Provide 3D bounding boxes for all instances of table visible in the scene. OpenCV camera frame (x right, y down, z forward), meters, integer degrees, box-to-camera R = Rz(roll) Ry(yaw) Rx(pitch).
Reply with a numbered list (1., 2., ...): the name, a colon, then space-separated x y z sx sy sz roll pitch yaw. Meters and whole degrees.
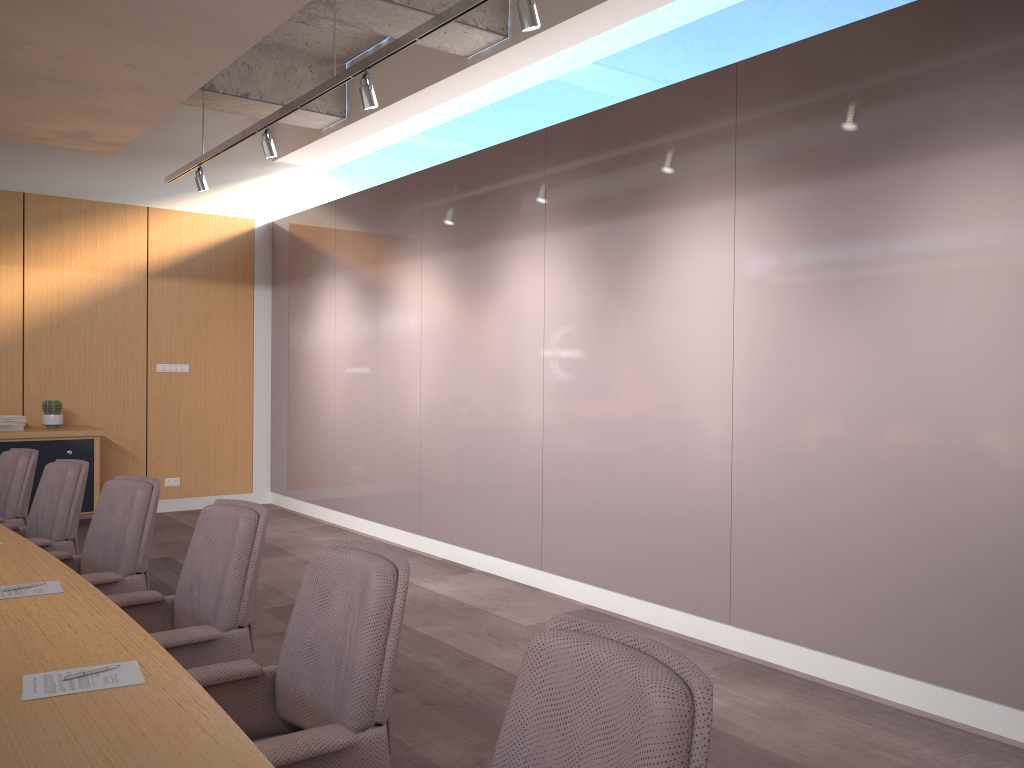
1. table: -1.853 1.004 1.928 1.885 0.748 8.000 0 1 -37

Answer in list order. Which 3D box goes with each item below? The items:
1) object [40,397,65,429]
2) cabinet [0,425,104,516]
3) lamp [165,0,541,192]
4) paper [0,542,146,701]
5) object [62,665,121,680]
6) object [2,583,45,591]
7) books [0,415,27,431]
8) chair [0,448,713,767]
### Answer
1. object: -4.113 0.257 7.931 0.234 0.283 0.213 1 1 27
2. cabinet: -5.582 0.777 6.873 4.334 0.763 0.767 0 1 -37
3. lamp: -1.700 -2.216 1.642 5.699 1.321 12.467 0 1 -37
4. paper: -1.789 0.630 1.855 1.713 0.001 6.800 0 1 -37
5. object: -0.922 0.632 1.949 0.009 0.009 0.125 1 1 43
6. object: -1.488 0.619 2.709 0.009 0.009 0.125 1 1 40
7. books: -4.408 0.338 7.721 0.286 0.119 0.364 0 1 -38
8. chair: -1.909 0.901 2.017 3.001 0.948 9.673 0 1 -36
